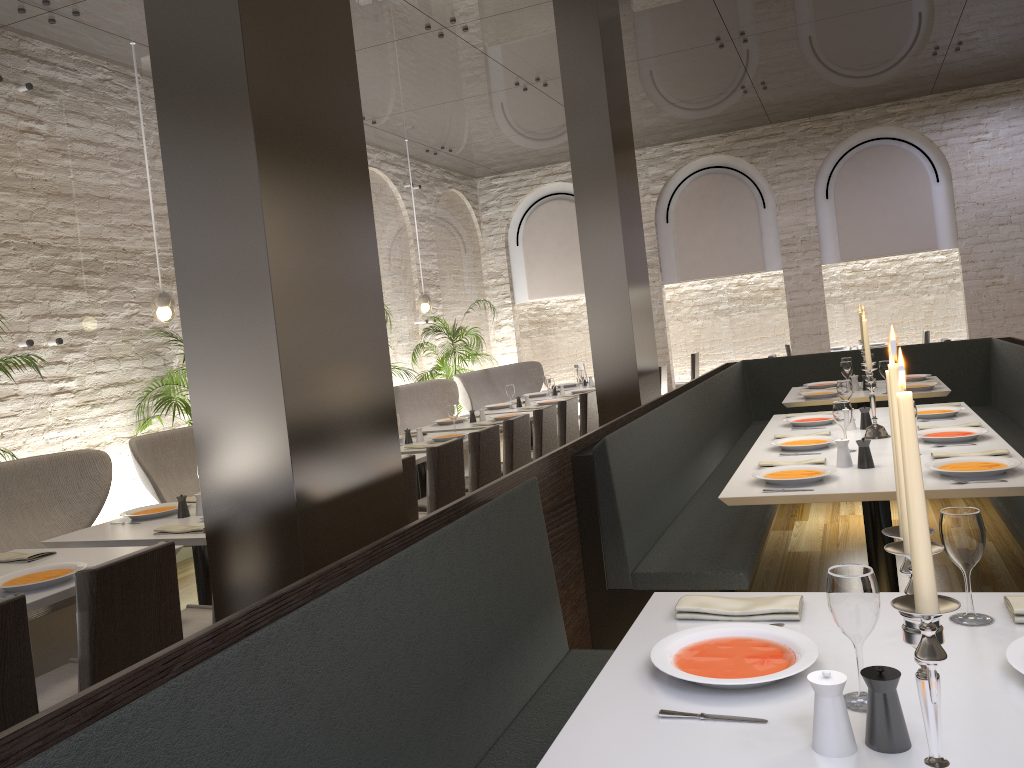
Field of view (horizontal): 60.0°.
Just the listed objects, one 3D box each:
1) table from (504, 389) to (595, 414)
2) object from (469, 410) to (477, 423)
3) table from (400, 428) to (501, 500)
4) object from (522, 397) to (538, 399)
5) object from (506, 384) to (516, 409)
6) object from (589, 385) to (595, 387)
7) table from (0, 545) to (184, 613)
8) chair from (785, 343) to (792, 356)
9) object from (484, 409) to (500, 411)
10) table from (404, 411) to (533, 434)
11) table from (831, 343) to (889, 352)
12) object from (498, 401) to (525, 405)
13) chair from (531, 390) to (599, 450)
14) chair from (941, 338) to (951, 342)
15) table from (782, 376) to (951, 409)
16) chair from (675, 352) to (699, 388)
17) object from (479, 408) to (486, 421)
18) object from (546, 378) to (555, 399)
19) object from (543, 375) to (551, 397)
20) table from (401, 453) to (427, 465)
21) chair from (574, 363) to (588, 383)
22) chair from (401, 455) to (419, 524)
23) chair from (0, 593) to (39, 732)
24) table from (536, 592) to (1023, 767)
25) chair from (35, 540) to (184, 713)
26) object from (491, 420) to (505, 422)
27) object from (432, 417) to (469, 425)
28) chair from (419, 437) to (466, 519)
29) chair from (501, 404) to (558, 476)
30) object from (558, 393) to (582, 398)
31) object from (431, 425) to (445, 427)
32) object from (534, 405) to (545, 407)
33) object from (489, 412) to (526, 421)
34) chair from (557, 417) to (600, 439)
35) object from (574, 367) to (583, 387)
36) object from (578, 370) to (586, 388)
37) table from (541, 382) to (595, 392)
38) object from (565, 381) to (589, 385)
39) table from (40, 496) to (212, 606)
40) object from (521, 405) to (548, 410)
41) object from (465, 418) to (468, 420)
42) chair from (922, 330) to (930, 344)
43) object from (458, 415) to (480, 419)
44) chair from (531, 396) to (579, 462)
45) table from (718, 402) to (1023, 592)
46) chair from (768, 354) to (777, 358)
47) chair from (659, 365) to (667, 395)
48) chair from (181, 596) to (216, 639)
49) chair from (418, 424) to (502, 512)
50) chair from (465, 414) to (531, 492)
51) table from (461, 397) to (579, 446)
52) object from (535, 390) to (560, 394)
[{"bbox_3d":[0.560,0.493,9.662,0.935,0.759,1.013,-6,2,21],"label":"table"},{"bbox_3d":[-0.335,0.271,7.532,0.059,0.109,0.059,-6,1,13],"label":"object"},{"bbox_3d":[-0.656,0.800,6.499,0.935,0.759,1.013,-6,2,21],"label":"table"},{"bbox_3d":[0.195,0.150,9.586,0.185,0.010,0.017,-5,3,21],"label":"object"},{"bbox_3d":[-0.009,0.123,8.483,0.086,0.231,0.086,-7,1,-39],"label":"object"},{"bbox_3d":[1.040,0.015,10.287,0.272,0.033,0.143,-5,3,21],"label":"object"},{"bbox_3d":[-1.896,1.113,3.276,0.935,0.759,1.013,-6,2,21],"label":"table"},{"bbox_3d":[4.202,-0.142,12.531,0.565,0.905,0.413,-6,1,21],"label":"chair"},{"bbox_3d":[-0.201,0.250,8.557,0.185,0.010,0.017,-5,3,21],"label":"object"},{"bbox_3d":[-0.236,0.694,7.591,0.935,0.759,1.013,-6,2,21],"label":"table"},{"bbox_3d":[4.810,-0.125,12.303,0.935,0.759,1.013,-6,2,21],"label":"table"},{"bbox_3d":[0.008,0.198,9.039,0.272,0.033,0.143,-5,3,21],"label":"object"},{"bbox_3d":[0.487,0.533,7.719,0.565,0.905,0.413,-6,1,21],"label":"chair"},{"bbox_3d":[4.454,-0.009,9.547,0.565,0.905,0.413,-6,1,21],"label":"chair"},{"bbox_3d":[2.699,0.414,6.711,1.099,0.759,1.191,-5,3,21],"label":"table"},{"bbox_3d":[2.530,0.009,13.183,0.565,0.905,0.413,-6,1,21],"label":"chair"},{"bbox_3d":[-0.254,0.261,7.549,0.059,0.109,0.059,-6,1,13],"label":"object"},{"bbox_3d":[0.390,0.060,8.814,0.086,0.231,0.086,-7,1,-39],"label":"object"},{"bbox_3d":[0.384,0.023,9.506,0.086,0.231,0.086,-7,1,-39],"label":"object"},{"bbox_3d":[-1.073,0.905,5.417,0.935,0.759,1.013,-6,2,21],"label":"table"},{"bbox_3d":[1.314,0.119,13.658,0.565,0.905,0.413,-6,1,21],"label":"chair"},{"bbox_3d":[-0.757,0.847,4.485,0.565,0.905,0.413,-6,1,21],"label":"chair"},{"bbox_3d":[-1.578,1.055,2.349,0.565,0.905,0.413,-6,1,21],"label":"chair"},{"bbox_3d":[0.462,0.979,0.893,1.099,0.759,2.545,-5,3,21],"label":"table"},{"bbox_3d":[-1.375,1.004,2.876,0.565,0.905,0.413,-6,1,21],"label":"chair"},{"bbox_3d":[-0.105,0.304,7.319,0.181,0.015,0.038,-5,3,23],"label":"object"},{"bbox_3d":[-0.533,0.324,7.684,0.322,0.036,0.322,-6,3,-1],"label":"object"},{"bbox_3d":[-0.544,0.794,5.039,0.565,0.905,0.413,-6,1,21],"label":"chair"},{"bbox_3d":[0.072,0.638,6.639,0.565,0.905,0.413,-6,1,21],"label":"chair"},{"bbox_3d":[0.632,0.118,9.224,0.272,0.033,0.143,-5,3,21],"label":"object"},{"bbox_3d":[-0.601,0.351,7.515,0.185,0.010,0.017,-5,3,21],"label":"object"},{"bbox_3d":[0.296,0.203,8.361,0.181,0.015,0.038,-5,3,23],"label":"object"},{"bbox_3d":[-0.035,0.279,7.488,0.322,0.036,0.322,-6,3,-1],"label":"object"},{"bbox_3d":[0.687,0.483,8.238,0.565,0.905,0.413,-6,1,21],"label":"chair"},{"bbox_3d":[0.789,-0.079,10.557,0.086,0.231,0.086,-7,1,-39],"label":"object"},{"bbox_3d":[0.783,-0.039,9.837,0.086,0.231,0.086,-7,1,-39],"label":"object"},{"bbox_3d":[0.968,0.390,10.725,0.935,0.759,1.013,-6,2,21],"label":"table"},{"bbox_3d":[0.812,-0.006,11.130,0.272,0.033,0.143,-5,3,21],"label":"object"},{"bbox_3d":[-1.490,1.010,4.332,0.935,0.759,1.013,-6,2,21],"label":"table"},{"bbox_3d":[0.236,0.218,8.196,0.272,0.033,0.143,-5,3,21],"label":"object"},{"bbox_3d":[-0.472,0.316,7.851,0.181,0.015,0.038,-5,3,23],"label":"object"},{"bbox_3d":[5.418,-0.252,12.056,0.565,0.905,0.413,-6,1,21],"label":"chair"},{"bbox_3d":[-0.393,0.299,7.996,0.272,0.033,0.143,-5,3,21],"label":"object"},{"bbox_3d":[0.276,0.587,7.169,0.565,0.905,0.413,-6,1,21],"label":"chair"},{"bbox_3d":[1.782,0.645,4.328,1.099,0.759,2.545,-5,3,21],"label":"table"},{"bbox_3d":[3.238,0.101,10.022,0.565,0.905,0.413,-6,1,21],"label":"chair"},{"bbox_3d":[1.600,0.252,10.613,0.565,0.905,0.413,-6,1,21],"label":"chair"},{"bbox_3d":[-1.162,0.950,3.429,0.565,0.905,0.413,-6,1,21],"label":"chair"},{"bbox_3d":[-0.342,0.743,5.562,0.565,0.905,0.413,-6,1,21],"label":"chair"},{"bbox_3d":[-0.140,0.692,6.087,0.565,0.905,0.413,-6,1,21],"label":"chair"},{"bbox_3d":[0.164,0.593,8.634,0.935,0.759,1.013,-6,2,21],"label":"table"},{"bbox_3d":[0.403,0.098,10.067,0.272,0.033,0.143,-5,3,21],"label":"object"}]
